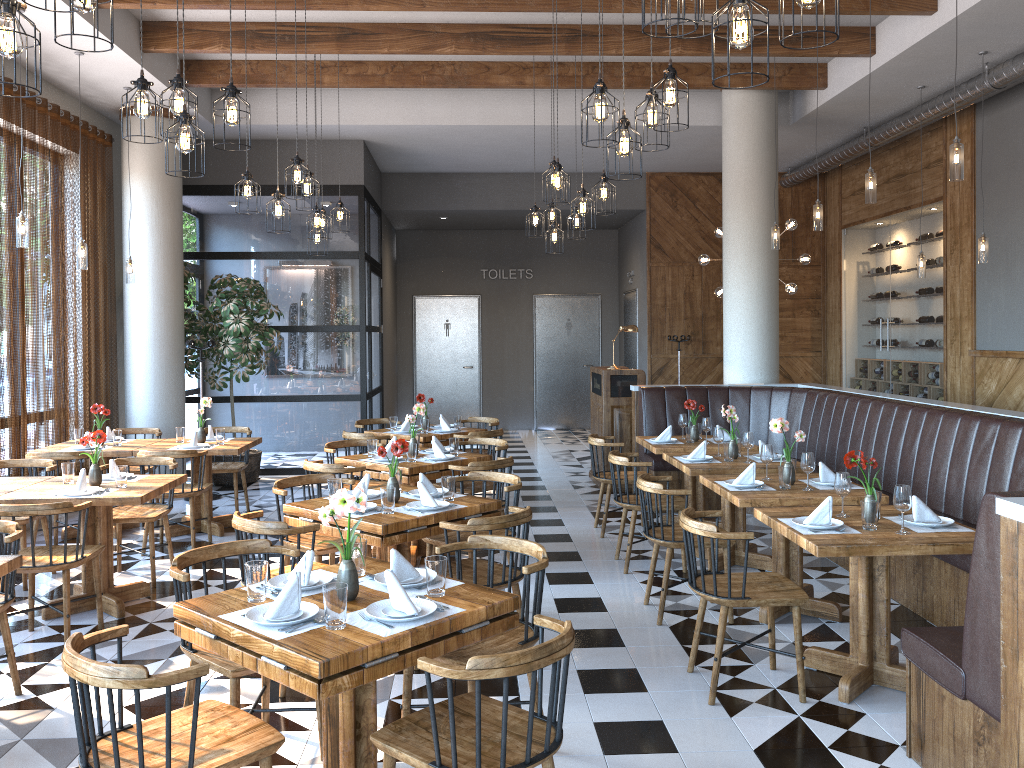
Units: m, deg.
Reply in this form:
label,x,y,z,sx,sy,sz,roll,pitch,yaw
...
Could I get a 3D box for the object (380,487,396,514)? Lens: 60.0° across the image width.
label,x,y,z,sx,sy,sz,roll,pitch,yaw
object,-0.640,0.602,4.572,0.080,0.132,0.080,0,1,12

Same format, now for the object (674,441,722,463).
label,x,y,z,sx,sy,sz,roll,pitch,yaw
object,1.339,0.480,6.418,0.272,0.137,0.352,-1,3,-3

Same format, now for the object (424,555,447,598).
label,x,y,z,sx,sy,sz,roll,pitch,yaw
object,-0.267,0.678,3.117,0.080,0.132,0.080,-2,2,-38

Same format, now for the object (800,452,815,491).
label,x,y,z,sx,sy,sz,roll,pitch,yaw
object,1.718,0.507,5.144,0.081,0.215,0.081,-1,1,-39

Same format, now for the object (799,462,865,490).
label,x,y,z,sx,sy,sz,roll,pitch,yaw
object,1.917,0.534,5.327,0.272,0.137,0.352,-1,3,-3

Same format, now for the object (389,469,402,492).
label,x,y,z,sx,sy,sz,roll,pitch,yaw
object,-0.681,0.568,5.187,0.080,0.132,0.080,0,1,2

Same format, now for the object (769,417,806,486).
label,x,y,z,sx,sy,sz,roll,pitch,yaw
object,1.661,0.405,5.341,0.206,0.400,0.146,-1,1,0

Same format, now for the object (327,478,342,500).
label,x,y,z,sx,sy,sz,roll,pitch,yaw
object,-0.972,0.589,4.864,0.080,0.132,0.080,0,1,2

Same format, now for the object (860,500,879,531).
label,x,y,z,sx,sy,sz,roll,pitch,yaw
object,1.653,0.607,4.095,0.080,0.132,0.080,-1,1,-18

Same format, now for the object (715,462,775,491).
label,x,y,z,sx,sy,sz,roll,pitch,yaw
object,1.392,0.540,5.311,0.272,0.137,0.352,-1,3,-3

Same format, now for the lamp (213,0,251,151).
label,x,y,z,sx,sy,sz,roll,pitch,yaw
lamp,-1.356,-2.172,4.251,0.175,2.069,0.175,-1,1,-17

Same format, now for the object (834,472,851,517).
label,x,y,z,sx,sy,sz,roll,pitch,yaw
object,1.644,0.549,4.403,0.081,0.215,0.081,0,1,6

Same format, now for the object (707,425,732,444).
label,x,y,z,sx,sy,sz,roll,pitch,yaw
object,1.811,0.414,7.532,0.272,0.137,0.352,-1,3,-3

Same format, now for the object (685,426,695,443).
label,x,y,z,sx,sy,sz,roll,pitch,yaw
object,1.494,0.425,7.423,0.080,0.132,0.080,-1,1,-18

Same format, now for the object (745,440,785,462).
label,x,y,z,sx,sy,sz,roll,pitch,yaw
object,1.864,0.474,6.435,0.272,0.137,0.352,-1,3,-3

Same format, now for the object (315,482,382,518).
label,x,y,z,sx,sy,sz,roll,pitch,yaw
object,-0.831,0.595,4.681,0.352,0.137,0.272,2,4,42

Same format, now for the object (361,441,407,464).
label,x,y,z,sx,sy,sz,roll,pitch,yaw
object,-0.923,0.493,6.542,0.352,0.137,0.272,2,4,42

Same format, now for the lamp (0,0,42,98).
label,x,y,z,sx,sy,sz,roll,pitch,yaw
lamp,-1.591,-1.957,2.774,0.175,2.069,0.175,-1,1,-17

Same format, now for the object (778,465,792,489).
label,x,y,z,sx,sy,sz,roll,pitch,yaw
object,1.600,0.547,5.195,0.080,0.132,0.080,0,1,2

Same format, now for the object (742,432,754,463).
label,x,y,z,sx,sy,sz,roll,pitch,yaw
object,1.665,0.447,6.244,0.081,0.215,0.081,0,1,28

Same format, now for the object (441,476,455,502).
label,x,y,z,sx,sy,sz,roll,pitch,yaw
object,-0.353,0.581,4.906,0.080,0.132,0.080,0,1,2

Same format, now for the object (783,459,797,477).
label,x,y,z,sx,sy,sz,roll,pitch,yaw
object,1.714,0.531,5.462,0.080,0.132,0.080,-1,1,-3

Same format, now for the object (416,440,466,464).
label,x,y,z,sx,sy,sz,roll,pitch,yaw
object,-0.544,0.489,6.563,0.272,0.137,0.352,2,4,42

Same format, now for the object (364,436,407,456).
label,x,y,z,sx,sy,sz,roll,pitch,yaw
object,-0.947,0.473,6.919,0.272,0.137,0.352,2,4,42

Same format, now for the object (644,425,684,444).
label,x,y,z,sx,sy,sz,roll,pitch,yaw
object,1.286,0.420,7.516,0.272,0.137,0.352,-1,3,-3

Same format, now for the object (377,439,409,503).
label,x,y,z,sx,sy,sz,roll,pitch,yaw
object,-0.640,0.475,4.844,0.156,0.355,0.171,-1,1,-37

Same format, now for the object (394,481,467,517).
label,x,y,z,sx,sy,sz,roll,pitch,yaw
object,-0.452,0.590,4.702,0.272,0.137,0.352,2,4,42

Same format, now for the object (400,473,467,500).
label,x,y,z,sx,sy,sz,roll,pitch,yaw
object,-0.477,0.570,5.079,0.352,0.137,0.272,2,4,42

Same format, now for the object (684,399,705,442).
label,x,y,z,sx,sy,sz,roll,pitch,yaw
object,1.546,0.307,7.537,0.156,0.355,0.171,-1,1,-9

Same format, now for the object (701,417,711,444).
label,x,y,z,sx,sy,sz,roll,pitch,yaw
object,1.612,0.387,7.347,0.081,0.215,0.081,0,1,28

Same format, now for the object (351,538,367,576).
label,x,y,z,sx,sy,sz,roll,pitch,yaw
object,-0.595,0.666,3.397,0.080,0.132,0.080,-2,2,-38

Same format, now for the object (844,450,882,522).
label,x,y,z,sx,sy,sz,roll,pitch,yaw
object,1.667,0.489,4.221,0.171,0.355,0.156,-1,1,0

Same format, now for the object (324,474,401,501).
label,x,y,z,sx,sy,sz,roll,pitch,yaw
object,-0.855,0.574,5.058,0.272,0.137,0.352,2,4,42

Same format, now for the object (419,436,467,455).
label,x,y,z,sx,sy,sz,roll,pitch,yaw
object,-0.569,0.468,6.940,0.352,0.137,0.272,2,4,42

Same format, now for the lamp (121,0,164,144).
label,x,y,z,sx,sy,sz,roll,pitch,yaw
lamp,-1.791,-2.212,4.265,0.175,2.069,0.175,0,1,5

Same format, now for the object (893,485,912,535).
label,x,y,z,sx,sy,sz,roll,pitch,yaw
object,1.772,0.569,4.018,0.081,0.215,0.081,-1,1,-34

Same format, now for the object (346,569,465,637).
label,x,y,z,sx,sy,sz,roll,pitch,yaw
object,-0.370,0.688,2.910,0.272,0.137,0.352,2,4,42

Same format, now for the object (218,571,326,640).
label,x,y,z,sx,sy,sz,roll,pitch,yaw
object,-0.748,0.693,2.889,0.352,0.137,0.272,2,4,42

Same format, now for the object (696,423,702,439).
label,x,y,z,sx,sy,sz,roll,pitch,yaw
object,1.608,0.411,7.664,0.080,0.132,0.080,-1,1,-3

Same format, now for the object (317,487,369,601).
label,x,y,z,sx,sy,sz,roll,pitch,yaw
object,-0.581,0.551,3.057,0.206,0.400,0.146,0,1,17

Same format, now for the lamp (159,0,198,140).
label,x,y,z,sx,sy,sz,roll,pitch,yaw
lamp,-1.683,-2.279,4.442,0.175,2.069,0.175,0,1,16

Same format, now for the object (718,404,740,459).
label,x,y,z,sx,sy,sz,roll,pitch,yaw
object,1.581,0.345,6.437,0.146,0.400,0.207,0,1,5

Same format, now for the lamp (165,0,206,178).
label,x,y,z,sx,sy,sz,roll,pitch,yaw
lamp,-1.576,-2.038,4.238,0.175,2.069,0.175,0,1,16

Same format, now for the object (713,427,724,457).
label,x,y,z,sx,sy,sz,roll,pitch,yaw
object,1.538,0.429,6.598,0.081,0.215,0.081,-1,1,-11

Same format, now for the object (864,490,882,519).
label,x,y,z,sx,sy,sz,roll,pitch,yaw
object,1.768,0.593,4.335,0.080,0.132,0.080,-1,1,-3

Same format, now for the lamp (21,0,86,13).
label,x,y,z,sx,sy,sz,roll,pitch,yaw
lamp,-1.393,-2.183,2.656,0.175,2.069,0.175,-1,1,-17

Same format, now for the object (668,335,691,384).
label,x,y,z,sx,sy,sz,roll,pitch,yaw
object,2.431,0.118,12.863,0.374,1.657,0.375,0,1,20

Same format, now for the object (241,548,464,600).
label,x,y,z,sx,sy,sz,roll,pitch,yaw
object,-0.582,0.672,3.248,0.577,0.137,0.582,2,4,42

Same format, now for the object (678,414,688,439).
label,x,y,z,sx,sy,sz,roll,pitch,yaw
object,1.486,0.369,7.700,0.081,0.215,0.081,-1,1,-11

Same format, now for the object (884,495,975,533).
label,x,y,z,sx,sy,sz,roll,pitch,yaw
object,1.971,0.596,4.206,0.272,0.137,0.352,-1,3,-3

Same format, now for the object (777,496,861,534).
label,x,y,z,sx,sy,sz,roll,pitch,yaw
object,1.446,0.601,4.189,0.272,0.137,0.352,-1,3,-3

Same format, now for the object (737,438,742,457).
label,x,y,z,sx,sy,sz,roll,pitch,yaw
object,1.661,0.471,6.562,0.080,0.132,0.080,-1,1,-3

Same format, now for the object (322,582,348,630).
label,x,y,z,sx,sy,sz,roll,pitch,yaw
object,-0.554,0.699,2.782,0.080,0.132,0.080,-1,2,-28

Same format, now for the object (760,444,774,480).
label,x,y,z,sx,sy,sz,roll,pitch,yaw
object,1.590,0.487,5.526,0.081,0.215,0.081,-1,1,-39

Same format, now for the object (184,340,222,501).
label,x,y,z,sx,sy,sz,roll,pitch,yaw
object,-3.238,0.369,9.251,0.374,1.657,0.375,0,1,20

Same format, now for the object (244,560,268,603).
label,x,y,z,sx,sy,sz,roll,pitch,yaw
object,-0.886,0.686,3.074,0.080,0.132,0.080,-1,2,-28

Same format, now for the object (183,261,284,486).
label,x,y,z,sx,sy,sz,roll,pitch,yaw
object,-3.440,-0.139,10.015,1.635,2.590,1.380,-1,1,-19

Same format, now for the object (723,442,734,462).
label,x,y,z,sx,sy,sz,roll,pitch,yaw
object,1.547,0.486,6.321,0.080,0.132,0.080,-1,1,-18
